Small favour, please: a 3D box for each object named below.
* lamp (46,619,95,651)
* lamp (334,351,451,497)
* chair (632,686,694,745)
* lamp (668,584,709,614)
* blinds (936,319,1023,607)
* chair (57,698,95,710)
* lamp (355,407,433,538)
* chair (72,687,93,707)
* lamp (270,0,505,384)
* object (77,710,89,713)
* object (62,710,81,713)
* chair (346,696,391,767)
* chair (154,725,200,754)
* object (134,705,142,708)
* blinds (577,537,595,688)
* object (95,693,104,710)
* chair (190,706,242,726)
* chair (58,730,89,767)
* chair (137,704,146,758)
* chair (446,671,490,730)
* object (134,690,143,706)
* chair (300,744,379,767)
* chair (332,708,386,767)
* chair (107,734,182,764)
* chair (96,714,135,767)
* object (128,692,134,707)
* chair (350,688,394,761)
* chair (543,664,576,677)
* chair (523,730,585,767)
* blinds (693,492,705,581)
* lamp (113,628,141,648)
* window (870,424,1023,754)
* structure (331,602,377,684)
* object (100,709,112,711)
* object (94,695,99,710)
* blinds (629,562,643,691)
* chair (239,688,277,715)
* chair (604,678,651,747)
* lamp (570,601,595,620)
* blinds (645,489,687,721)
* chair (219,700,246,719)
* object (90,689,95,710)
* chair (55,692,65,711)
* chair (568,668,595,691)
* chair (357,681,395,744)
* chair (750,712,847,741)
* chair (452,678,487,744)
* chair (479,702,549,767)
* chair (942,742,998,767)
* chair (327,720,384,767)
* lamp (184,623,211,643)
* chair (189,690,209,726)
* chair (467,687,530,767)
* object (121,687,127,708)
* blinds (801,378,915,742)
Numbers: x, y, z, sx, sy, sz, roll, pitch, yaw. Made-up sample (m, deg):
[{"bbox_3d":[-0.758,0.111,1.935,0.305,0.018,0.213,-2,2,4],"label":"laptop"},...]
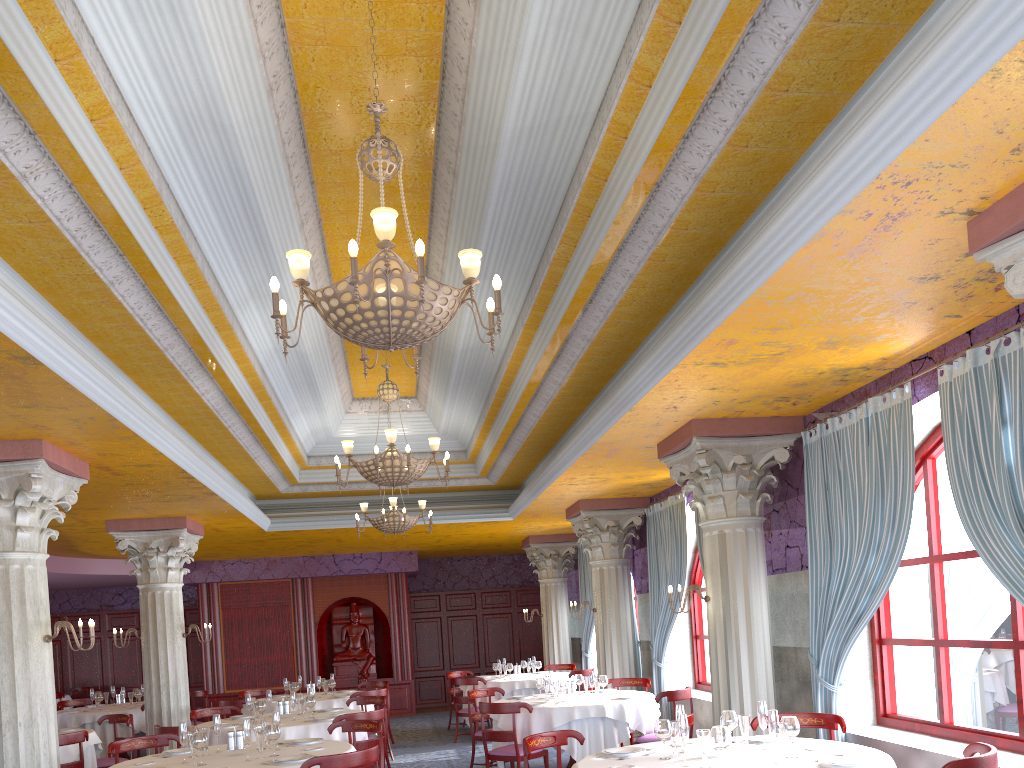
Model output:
[{"bbox_3d":[-3.795,2.162,7.356,0.380,0.269,0.351,0,-11,-20],"label":"lamp"},{"bbox_3d":[-1.168,-0.064,8.030,0.972,2.149,0.960,-6,-4,37],"label":"lamp"},{"bbox_3d":[1.735,3.999,9.721,0.656,1.076,0.752,-7,-7,37],"label":"chair"},{"bbox_3d":[1.678,2.056,8.202,0.380,0.269,0.351,0,-11,-20],"label":"lamp"},{"bbox_3d":[3.054,1.349,4.885,0.244,3.474,1.737,-3,-4,-10],"label":"blinds"},{"bbox_3d":[-7.329,5.941,14.654,0.656,1.076,0.752,-7,-7,37],"label":"chair"},{"bbox_3d":[-1.692,1.056,11.933,0.972,2.149,0.960,-6,-4,37],"label":"lamp"},{"bbox_3d":[-9.780,7.369,19.229,0.760,1.076,0.648,-8,-6,37],"label":"chair"},{"bbox_3d":[-0.636,-1.203,4.064,0.972,2.149,0.960,-6,-4,37],"label":"lamp"},{"bbox_3d":[-6.660,5.055,13.205,0.056,0.019,0.260,-15,-19,39],"label":"object"},{"bbox_3d":[-6.848,5.092,13.304,0.312,0.024,0.325,-1,-16,-8],"label":"object"},{"bbox_3d":[-1.952,4.616,11.109,0.760,1.076,0.648,-8,-6,37],"label":"chair"},{"bbox_3d":[-3.436,4.166,9.160,0.760,1.076,0.648,-8,-6,37],"label":"chair"},{"bbox_3d":[-5.776,5.067,13.454,0.312,0.024,0.325,-1,-16,-8],"label":"object"},{"bbox_3d":[1.523,4.627,16.298,0.244,3.474,1.736,-4,-4,-7],"label":"blinds"},{"bbox_3d":[-6.518,5.018,13.537,0.122,0.261,0.124,-4,-3,6],"label":"object"},{"bbox_3d":[-3.666,4.659,10.877,0.656,1.076,0.752,-7,-7,37],"label":"chair"},{"bbox_3d":[-4.818,4.192,8.943,0.656,1.076,0.752,-7,-7,37],"label":"chair"},{"bbox_3d":[-5.385,5.405,13.169,0.656,1.076,0.752,-7,-7,37],"label":"chair"},{"bbox_3d":[-0.845,5.896,15.948,0.656,1.076,0.752,-7,-7,37],"label":"chair"},{"bbox_3d":[-6.015,5.058,13.793,0.122,0.261,0.124,-3,-4,-17],"label":"object"},{"bbox_3d":[-1.315,3.252,6.359,0.656,1.076,0.752,-7,-7,37],"label":"chair"},{"bbox_3d":[-1.722,4.123,9.392,0.656,1.076,0.752,-7,-7,37],"label":"chair"},{"bbox_3d":[-3.259,3.788,7.844,0.656,1.076,0.752,-7,-7,37],"label":"chair"},{"bbox_3d":[-5.048,4.685,10.660,0.760,1.076,0.648,-8,-6,37],"label":"chair"},{"bbox_3d":[-6.098,5.054,13.711,0.086,0.234,0.086,-4,-3,17],"label":"object"},{"bbox_3d":[-2.163,5.068,12.681,0.656,1.076,0.752,-7,-7,37],"label":"chair"},{"bbox_3d":[0.869,5.854,16.180,0.760,1.076,0.648,-8,-6,37],"label":"chair"},{"bbox_3d":[0.451,3.123,6.291,0.656,1.076,0.752,-7,-7,37],"label":"chair"},{"bbox_3d":[2.415,2.717,9.650,0.244,3.474,1.737,-3,-4,-10],"label":"blinds"},{"bbox_3d":[-5.382,3.561,12.018,0.380,0.269,0.351,0,-11,-20],"label":"lamp"},{"bbox_3d":[3.530,1.308,5.995,0.160,2.494,3.688,-3,-11,-9],"label":"window"},{"bbox_3d":[-3.544,5.751,19.057,0.963,1.824,0.651,-3,-2,-8],"label":"structure"},{"bbox_3d":[-6.290,5.054,13.265,0.159,0.009,0.163,8,-19,-37],"label":"object"},{"bbox_3d":[-6.598,5.060,13.621,0.085,0.234,0.087,-2,-3,-28],"label":"object"},{"bbox_3d":[1.790,4.055,14.307,0.244,3.474,1.737,-3,-4,-10],"label":"blinds"},{"bbox_3d":[-4.107,5.603,14.166,0.656,1.076,0.752,-7,-7,37],"label":"chair"},{"bbox_3d":[1.505,4.492,11.438,0.760,1.076,0.648,-8,-6,37],"label":"chair"},{"bbox_3d":[1.049,3.402,12.889,0.380,0.269,0.351,0,-11,-20],"label":"lamp"},{"bbox_3d":[2.148,3.289,11.641,0.244,3.474,1.736,-4,-4,-7],"label":"blinds"},{"bbox_3d":[-3.877,5.110,12.449,0.760,1.076,0.648,-8,-6,37],"label":"chair"},{"bbox_3d":[-6.708,5.038,13.693,0.074,0.331,0.074,-4,-1,28],"label":"object"},{"bbox_3d":[-9.549,6.876,17.512,0.656,1.076,0.752,-7,-7,37],"label":"chair"},{"bbox_3d":[1.099,5.361,14.463,0.656,1.076,0.752,-7,-7,37],"label":"chair"},{"bbox_3d":[-2.394,5.561,14.397,0.760,1.076,0.648,-8,-6,37],"label":"chair"},{"bbox_3d":[2.164,3.080,6.522,0.760,1.076,0.648,-8,-6,37],"label":"chair"},{"bbox_3d":[-0.615,5.403,14.231,0.760,1.076,0.648,-8,-6,37],"label":"chair"},{"bbox_3d":[0.022,4.041,9.489,0.760,1.076,0.648,-8,-6,37],"label":"chair"},{"bbox_3d":[2.395,2.587,4.806,0.656,1.076,0.752,-7,-7,37],"label":"chair"},{"bbox_3d":[-1.545,3.745,8.076,0.760,1.076,0.648,-8,-6,37],"label":"chair"},{"bbox_3d":[-4.430,3.521,12.089,0.380,0.269,0.351,0,-11,-20],"label":"lamp"},{"bbox_3d":[-5.615,5.898,14.886,0.760,1.076,0.648,-8,-6,37],"label":"chair"},{"bbox_3d":[-0.209,4.534,11.206,0.656,1.076,0.752,-7,-7,37],"label":"chair"},{"bbox_3d":[-6.172,4.980,13.605,0.074,0.331,0.074,-4,-1,28],"label":"object"},{"bbox_3d":[2.787,1.921,6.876,0.244,3.474,1.736,-4,-4,-7],"label":"blinds"}]
